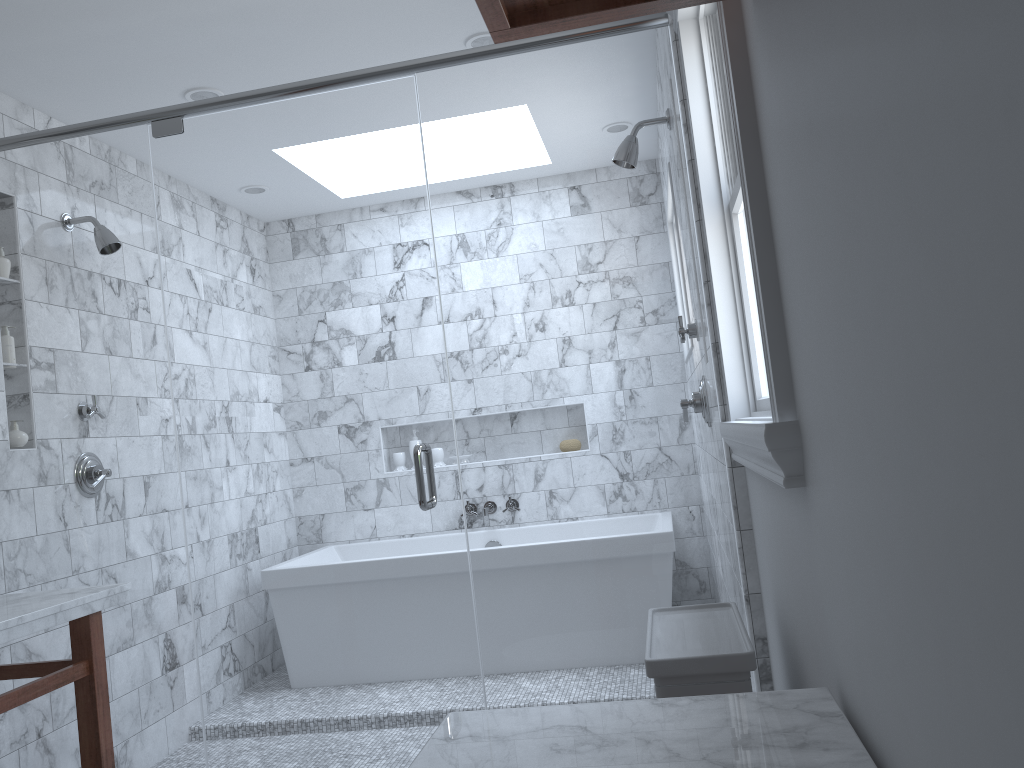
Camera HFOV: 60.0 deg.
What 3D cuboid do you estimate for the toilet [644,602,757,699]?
[{"bbox_3d":[0.158,0.887,1.837,0.722,0.727,0.490,-7,-3,9],"label":"toilet"}]

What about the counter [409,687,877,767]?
[{"bbox_3d":[0.148,0.834,0.829,0.539,0.810,0.828,-7,-3,9],"label":"counter"}]

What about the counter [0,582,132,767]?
[{"bbox_3d":[-1.470,0.939,1.689,0.638,0.983,1.657,-7,-3,9],"label":"counter"}]

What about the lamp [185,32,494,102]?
[{"bbox_3d":[-0.499,-1.137,3.773,1.976,0.050,1.289,-7,-3,9],"label":"lamp"}]

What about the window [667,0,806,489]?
[{"bbox_3d":[0.456,-0.454,1.790,0.149,1.248,1.040,-7,-3,9],"label":"window"}]

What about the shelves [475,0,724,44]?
[{"bbox_3d":[0.062,-0.797,0.927,0.357,0.566,0.647,-7,-3,9],"label":"shelves"}]
